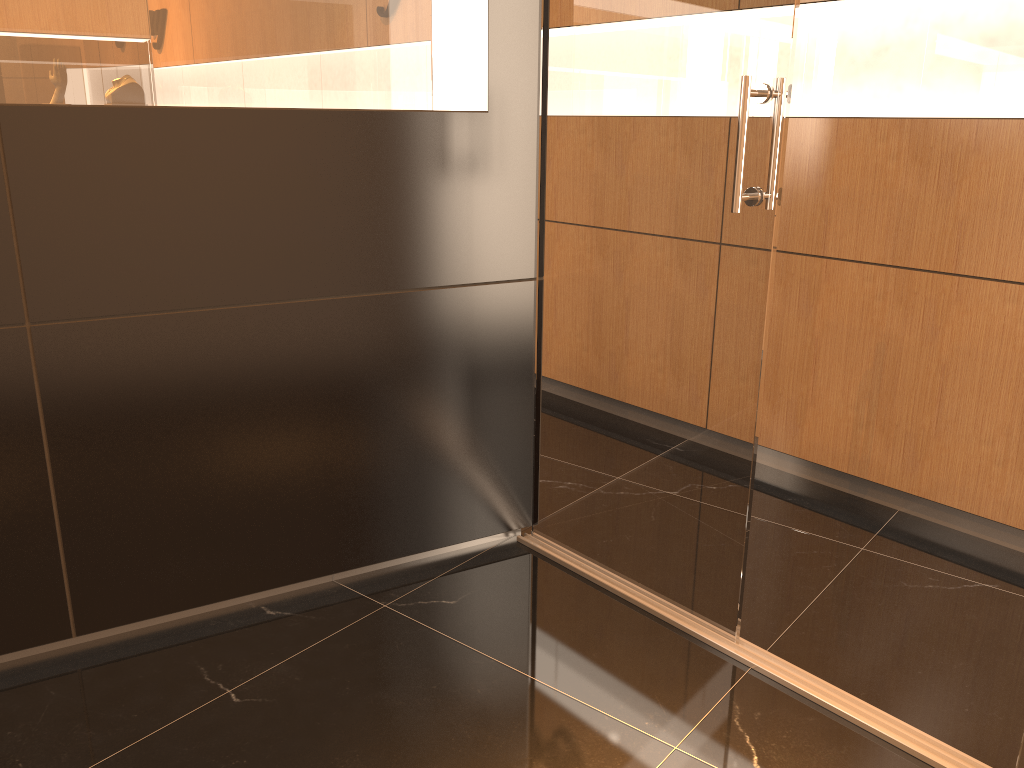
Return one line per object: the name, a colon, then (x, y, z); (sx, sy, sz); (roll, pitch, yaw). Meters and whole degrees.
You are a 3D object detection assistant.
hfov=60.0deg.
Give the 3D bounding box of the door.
door: (0.923, -0.751, 1.802); (0.098, 3.285, 2.473); (-13, 21, -39)
